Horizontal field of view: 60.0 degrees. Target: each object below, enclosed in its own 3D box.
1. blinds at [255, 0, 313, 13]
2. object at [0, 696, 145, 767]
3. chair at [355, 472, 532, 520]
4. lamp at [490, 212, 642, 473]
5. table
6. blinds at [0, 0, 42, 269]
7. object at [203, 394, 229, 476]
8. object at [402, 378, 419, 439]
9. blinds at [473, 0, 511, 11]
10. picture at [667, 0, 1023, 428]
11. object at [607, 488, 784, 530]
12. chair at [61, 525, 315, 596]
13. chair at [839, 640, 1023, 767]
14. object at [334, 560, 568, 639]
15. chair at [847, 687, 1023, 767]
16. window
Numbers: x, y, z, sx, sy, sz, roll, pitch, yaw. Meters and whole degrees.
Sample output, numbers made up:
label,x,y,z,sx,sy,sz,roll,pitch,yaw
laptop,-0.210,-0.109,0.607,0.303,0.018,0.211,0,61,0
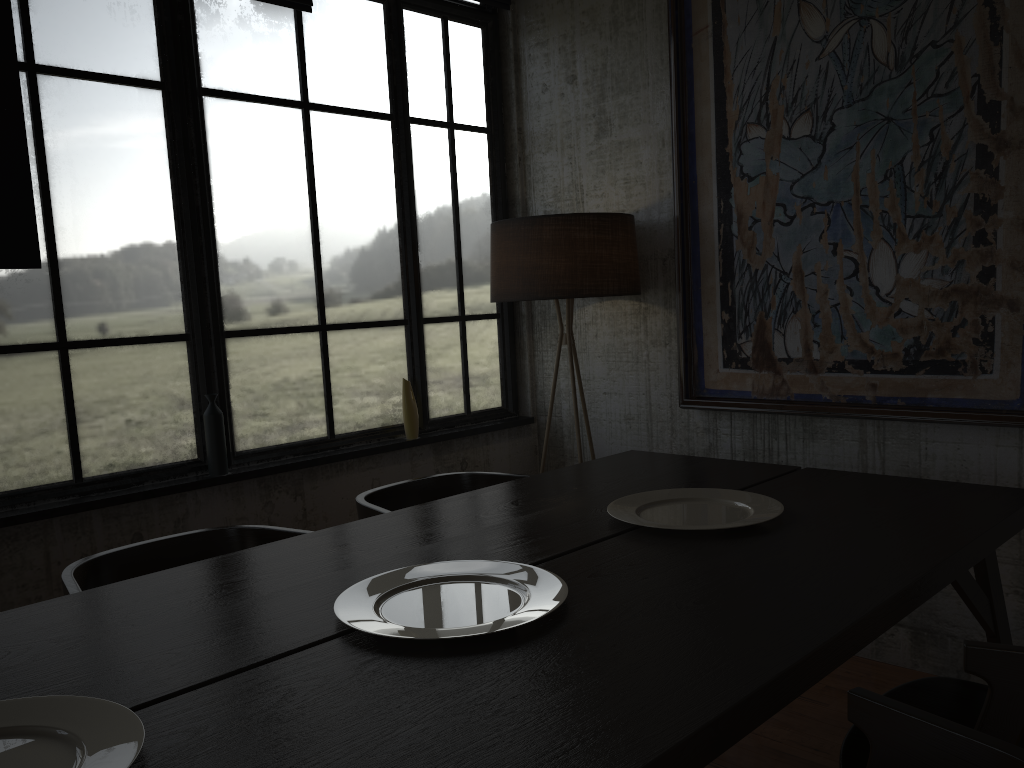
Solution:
label,x,y,z,sx,sy,sz,roll,pitch,yaw
blinds,-1.377,-2.319,3.498,0.051,1.403,1.251,4,9,44
object,-0.826,0.589,1.311,0.526,0.025,0.526,-7,7,-35
chair,-0.145,0.893,3.329,0.769,0.997,0.876,3,9,44
lamp,0.301,0.214,4.510,0.751,2.064,0.751,-8,8,-33
table,-0.166,1.002,2.095,1.637,1.010,3.692,3,8,44
blinds,-2.233,-1.626,2.705,0.034,2.544,1.212,4,10,44
object,-1.273,0.219,3.800,0.080,0.353,0.080,-5,7,-14
object,-0.524,0.124,4.553,0.073,0.320,0.074,-2,7,7
blinds,-0.482,-2.579,4.393,0.052,1.146,1.293,4,9,44
picture,1.362,-1.405,3.654,1.653,3.132,0.141,4,10,44
object,0.555,0.386,2.706,0.526,0.025,0.526,-7,7,-35
chair,-0.850,0.997,2.606,0.768,0.997,0.876,3,9,45
chair,1.172,0.948,1.989,0.769,0.997,0.876,3,8,41
object,-0.135,0.488,2.008,0.526,0.025,0.526,-7,7,-35
chair,0.403,1.056,1.272,0.769,0.997,0.876,3,9,44
window,-1.365,-1.281,3.724,0.050,3.448,3.802,4,9,44
